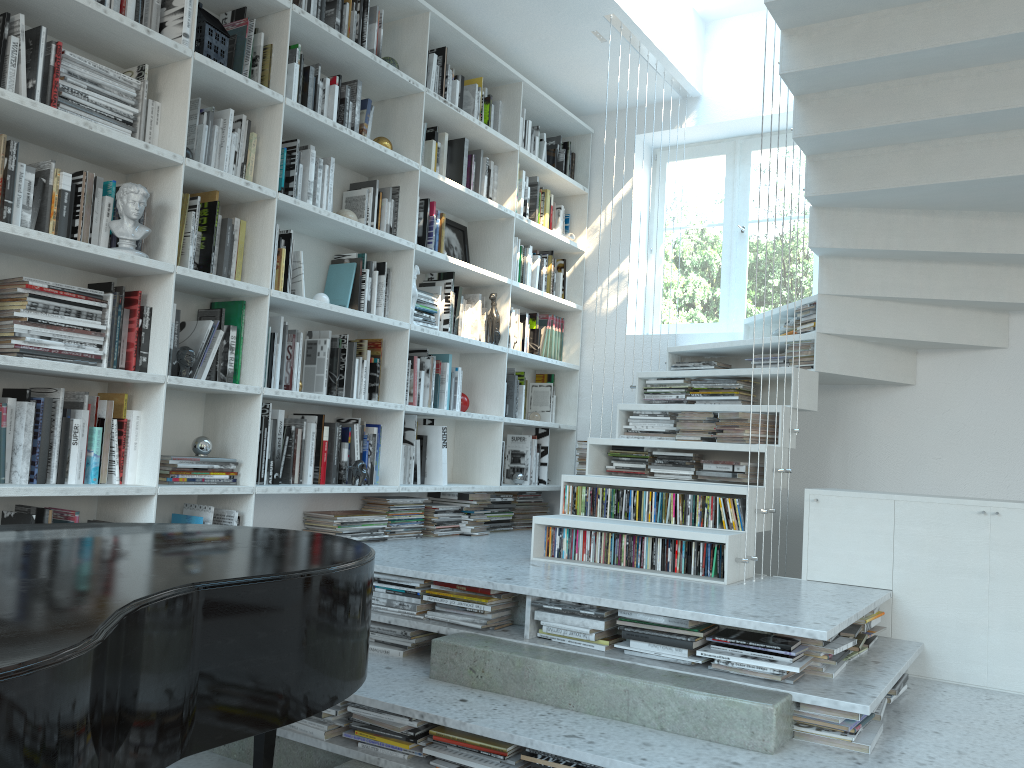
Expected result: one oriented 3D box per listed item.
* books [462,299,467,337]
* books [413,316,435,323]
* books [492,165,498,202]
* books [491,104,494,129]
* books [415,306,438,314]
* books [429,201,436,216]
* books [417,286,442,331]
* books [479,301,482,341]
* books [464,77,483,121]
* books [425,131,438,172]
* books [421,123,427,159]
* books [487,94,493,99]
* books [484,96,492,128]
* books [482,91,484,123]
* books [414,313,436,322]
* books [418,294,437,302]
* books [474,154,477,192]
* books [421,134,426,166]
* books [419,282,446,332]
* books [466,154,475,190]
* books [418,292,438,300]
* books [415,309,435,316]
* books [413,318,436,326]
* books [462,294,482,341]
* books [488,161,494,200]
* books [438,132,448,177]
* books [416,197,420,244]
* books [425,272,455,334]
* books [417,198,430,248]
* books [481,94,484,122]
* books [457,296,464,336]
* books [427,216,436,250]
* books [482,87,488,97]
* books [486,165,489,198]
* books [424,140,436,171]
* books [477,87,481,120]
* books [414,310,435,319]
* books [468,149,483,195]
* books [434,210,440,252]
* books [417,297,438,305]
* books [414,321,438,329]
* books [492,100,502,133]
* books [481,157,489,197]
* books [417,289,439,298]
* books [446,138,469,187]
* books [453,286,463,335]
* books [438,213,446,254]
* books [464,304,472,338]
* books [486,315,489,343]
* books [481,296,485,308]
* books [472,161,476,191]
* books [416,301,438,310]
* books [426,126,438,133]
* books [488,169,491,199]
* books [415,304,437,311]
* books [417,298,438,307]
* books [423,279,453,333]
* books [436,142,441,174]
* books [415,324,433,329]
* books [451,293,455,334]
[{"bbox_3d":[-0.308,-0.328,4.691,0.129,0.235,0.028,1,-5,32],"label":"books"},{"bbox_3d":[-0.518,-0.318,4.328,0.161,0.012,0.254,0,-5,34],"label":"books"},{"bbox_3d":[-0.159,-1.058,4.872,0.169,0.265,0.031,1,-5,32],"label":"books"},{"bbox_3d":[-0.179,-1.404,4.824,0.169,0.209,0.029,1,-5,32],"label":"books"},{"bbox_3d":[-0.508,-0.366,4.331,0.161,0.012,0.254,0,-6,37],"label":"books"},{"bbox_3d":[-0.459,-0.755,4.391,0.175,0.284,0.014,1,-5,32],"label":"books"},{"bbox_3d":[-0.428,-0.363,4.462,0.161,0.254,0.012,1,-5,32],"label":"books"},{"bbox_3d":[-0.241,-0.322,4.745,0.176,0.239,0.041,1,-5,32],"label":"books"},{"bbox_3d":[-0.233,-1.470,4.737,0.165,0.320,0.007,1,-5,32],"label":"books"},{"bbox_3d":[-0.447,-1.110,4.394,0.167,0.261,0.026,1,-5,32],"label":"books"},{"bbox_3d":[-0.502,-1.130,4.323,0.166,0.282,0.052,1,-5,32],"label":"books"},{"bbox_3d":[-0.178,-1.436,4.859,0.136,0.279,0.025,1,-5,32],"label":"books"},{"bbox_3d":[-0.195,-1.421,4.786,0.186,0.235,0.018,1,-5,32],"label":"books"},{"bbox_3d":[-0.222,-1.432,4.755,0.164,0.248,0.031,1,-5,32],"label":"books"},{"bbox_3d":[-0.517,-0.329,4.330,0.159,0.012,0.285,1,-5,30],"label":"books"},{"bbox_3d":[-0.510,-0.426,4.338,0.161,0.012,0.254,0,-5,34],"label":"books"},{"bbox_3d":[-0.265,-1.077,4.702,0.156,0.263,0.023,1,-5,32],"label":"books"},{"bbox_3d":[-0.490,-1.110,4.360,0.130,0.250,0.026,1,-5,32],"label":"books"},{"bbox_3d":[-0.413,-0.374,4.505,0.159,0.285,0.012,1,-5,32],"label":"books"},{"bbox_3d":[-0.285,-1.071,4.639,0.189,0.239,0.014,1,-5,32],"label":"books"},{"bbox_3d":[-0.509,-0.438,4.339,0.159,0.012,0.285,1,-5,30],"label":"books"},{"bbox_3d":[-0.519,-0.354,4.334,0.161,0.012,0.254,0,-5,32],"label":"books"},{"bbox_3d":[-0.515,-0.305,4.325,0.161,0.012,0.254,0,-6,36],"label":"books"},{"bbox_3d":[-0.254,-0.341,4.718,0.191,0.271,0.021,1,-5,32],"label":"books"},{"bbox_3d":[-0.175,-1.070,4.849,0.147,0.283,0.026,1,-5,32],"label":"books"},{"bbox_3d":[-0.400,-1.115,4.473,0.156,0.287,0.026,1,-5,32],"label":"books"},{"bbox_3d":[-0.526,-0.765,4.314,0.159,0.285,0.012,1,-5,32],"label":"books"},{"bbox_3d":[-0.377,-0.398,4.511,0.180,0.339,0.010,1,-5,32],"label":"books"},{"bbox_3d":[-0.485,-0.761,4.353,0.176,0.287,0.012,1,-5,32],"label":"books"},{"bbox_3d":[-0.226,-1.422,4.735,0.170,0.225,0.007,1,-5,32],"label":"books"},{"bbox_3d":[-0.325,-0.337,4.631,0.147,0.242,0.031,1,-5,32],"label":"books"},{"bbox_3d":[-0.459,-0.718,4.371,0.189,0.207,0.013,1,-5,32],"label":"books"},{"bbox_3d":[-0.200,-1.451,4.814,0.131,0.299,0.020,1,-5,32],"label":"books"},{"bbox_3d":[-0.205,-1.055,4.791,0.162,0.241,0.030,1,-5,32],"label":"books"},{"bbox_3d":[-0.458,-1.086,4.368,0.175,0.207,0.025,1,-5,32],"label":"books"},{"bbox_3d":[-0.251,-1.438,4.711,0.189,0.251,0.016,1,-5,32],"label":"books"},{"bbox_3d":[-0.510,-0.341,4.328,0.161,0.012,0.254,1,-5,27],"label":"books"},{"bbox_3d":[-0.241,-1.090,4.714,0.180,0.294,0.022,1,-5,32],"label":"books"},{"bbox_3d":[-0.437,-0.735,4.435,0.167,0.253,0.021,1,-5,32],"label":"books"},{"bbox_3d":[-0.511,-0.414,4.338,0.159,0.012,0.285,0,-5,34],"label":"books"},{"bbox_3d":[-0.513,-0.293,4.323,0.159,0.012,0.285,0,-6,37],"label":"books"},{"bbox_3d":[-0.135,-1.423,4.897,0.163,0.263,0.026,1,-5,32],"label":"books"},{"bbox_3d":[-0.215,-1.074,4.760,0.177,0.272,0.036,1,-5,32],"label":"books"},{"bbox_3d":[-0.508,-0.450,4.340,0.159,0.012,0.285,0,-5,34],"label":"books"},{"bbox_3d":[-0.337,-1.098,4.495,0.245,0.265,0.032,1,-5,32],"label":"books"},{"bbox_3d":[-0.348,-0.363,4.582,0.167,0.281,0.059,1,-5,32],"label":"books"},{"bbox_3d":[-0.416,-0.727,4.450,0.178,0.243,0.026,1,-5,32],"label":"books"},{"bbox_3d":[-0.289,-0.314,4.709,0.155,0.213,0.025,1,-5,32],"label":"books"},{"bbox_3d":[-0.202,-0.284,4.812,0.166,0.179,0.027,1,-5,32],"label":"books"},{"bbox_3d":[-0.209,-0.334,4.854,0.138,0.283,0.029,1,-5,32],"label":"books"},{"bbox_3d":[-0.273,-1.057,4.673,0.165,0.217,0.031,1,-5,32],"label":"books"},{"bbox_3d":[-0.512,-0.390,4.336,0.159,0.012,0.285,0,-5,34],"label":"books"},{"bbox_3d":[-0.444,-1.126,4.415,0.162,0.296,0.011,1,-5,32],"label":"books"},{"bbox_3d":[-0.192,-1.048,4.830,0.158,0.234,0.022,1,-5,32],"label":"books"},{"bbox_3d":[-0.511,-0.378,4.334,0.159,0.012,0.285,1,-5,29],"label":"books"},{"bbox_3d":[-0.505,-0.402,4.333,0.159,0.012,0.285,1,-5,27],"label":"books"},{"bbox_3d":[-0.385,-0.380,4.502,0.184,0.300,0.011,1,-5,32],"label":"books"},{"bbox_3d":[-0.435,-1.088,4.430,0.158,0.224,0.030,1,-5,32],"label":"books"},{"bbox_3d":[-0.516,-0.281,4.324,0.161,0.012,0.254,1,-5,28],"label":"books"},{"bbox_3d":[-0.376,-0.346,4.529,0.179,0.236,0.030,1,-5,32],"label":"books"}]
